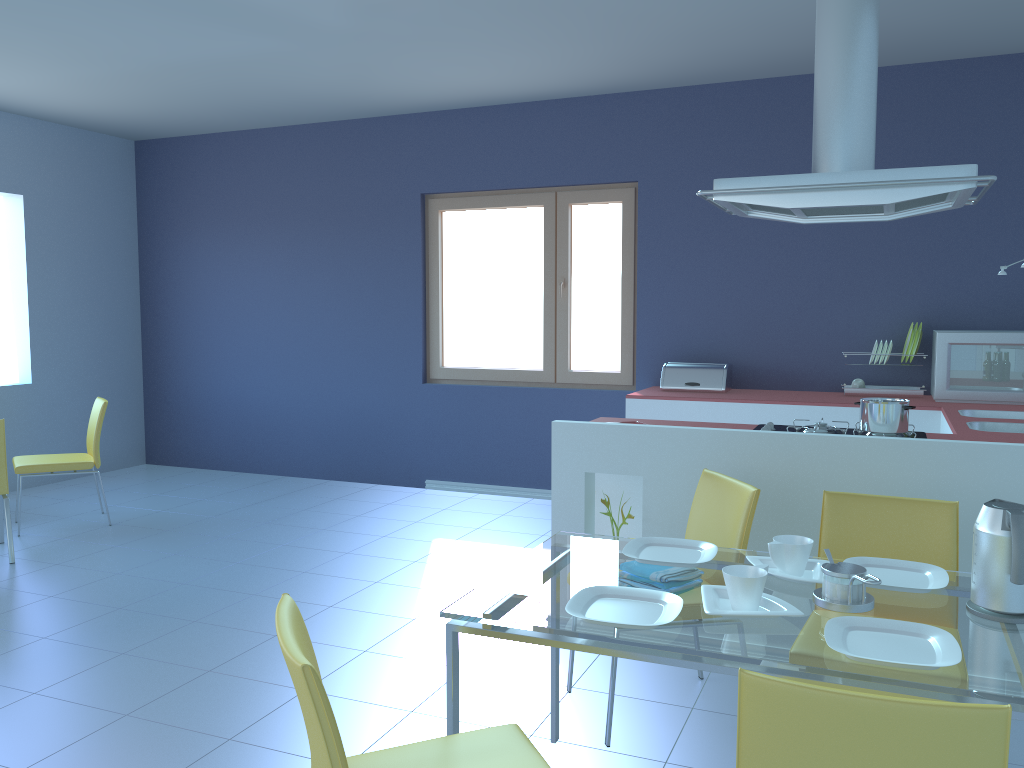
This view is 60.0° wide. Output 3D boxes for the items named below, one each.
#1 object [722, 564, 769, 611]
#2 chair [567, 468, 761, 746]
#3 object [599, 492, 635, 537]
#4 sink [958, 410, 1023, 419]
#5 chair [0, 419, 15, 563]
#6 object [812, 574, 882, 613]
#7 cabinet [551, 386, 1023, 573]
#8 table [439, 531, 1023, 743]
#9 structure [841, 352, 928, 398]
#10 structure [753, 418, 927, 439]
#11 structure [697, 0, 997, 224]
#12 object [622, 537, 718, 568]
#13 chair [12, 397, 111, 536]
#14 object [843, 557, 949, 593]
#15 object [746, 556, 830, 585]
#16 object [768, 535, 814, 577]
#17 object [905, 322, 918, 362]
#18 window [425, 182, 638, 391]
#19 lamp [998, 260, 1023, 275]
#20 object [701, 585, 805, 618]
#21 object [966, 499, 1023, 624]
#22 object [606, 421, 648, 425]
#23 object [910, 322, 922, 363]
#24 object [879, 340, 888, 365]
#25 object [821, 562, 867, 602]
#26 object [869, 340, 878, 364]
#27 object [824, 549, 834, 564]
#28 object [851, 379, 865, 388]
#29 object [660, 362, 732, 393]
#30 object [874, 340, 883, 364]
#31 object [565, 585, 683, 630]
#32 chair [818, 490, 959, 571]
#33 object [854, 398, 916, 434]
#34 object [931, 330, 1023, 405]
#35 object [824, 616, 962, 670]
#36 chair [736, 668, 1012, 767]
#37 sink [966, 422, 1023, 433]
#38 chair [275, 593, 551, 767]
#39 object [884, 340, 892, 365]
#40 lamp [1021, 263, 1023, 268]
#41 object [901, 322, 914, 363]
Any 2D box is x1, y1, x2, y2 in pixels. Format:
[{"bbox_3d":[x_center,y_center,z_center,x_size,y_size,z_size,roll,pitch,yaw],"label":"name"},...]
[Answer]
[{"bbox_3d":[0.487,0.425,1.823,0.111,0.083,0.091,0,5,-5],"label":"object"},{"bbox_3d":[0.453,0.636,2.667,0.484,0.695,0.387,-1,5,-13],"label":"chair"},{"bbox_3d":[0.381,0.599,3.250,0.067,0.423,0.229,-4,6,-36],"label":"object"},{"bbox_3d":[2.191,0.221,3.877,0.428,0.172,0.326,2,5,23],"label":"sink"},{"bbox_3d":[-2.659,0.503,4.284,0.387,0.695,0.484,-3,6,-36],"label":"chair"},{"bbox_3d":[0.694,0.425,1.849,0.123,0.081,0.166,1,5,14],"label":"object"},{"bbox_3d":[1.405,0.481,3.952,2.139,0.800,2.200,2,5,23],"label":"cabinet"},{"bbox_3d":[0.530,0.753,1.957,1.173,0.590,0.730,2,5,23],"label":"table"},{"bbox_3d":[1.970,-0.050,4.709,0.408,0.225,0.194,2,5,20],"label":"structure"},{"bbox_3d":[1.166,0.170,3.189,0.600,0.047,0.500,2,5,23],"label":"structure"},{"bbox_3d":[1.160,-1.072,3.079,0.895,0.962,0.695,2,5,23],"label":"structure"},{"bbox_3d":[0.397,0.424,2.221,0.228,0.020,0.228,2,5,20],"label":"object"},{"bbox_3d":[-2.539,0.444,5.011,0.484,0.699,0.387,-3,6,-31],"label":"chair"},{"bbox_3d":[0.873,0.440,2.029,0.228,0.020,0.228,2,5,25],"label":"object"},{"bbox_3d":[0.644,0.438,2.059,0.194,0.020,0.190,1,5,14],"label":"object"},{"bbox_3d":[0.645,0.404,2.071,0.111,0.083,0.091,0,5,5],"label":"object"},{"bbox_3d":[2.098,-0.217,4.651,0.053,0.214,0.220,2,5,20],"label":"object"},{"bbox_3d":[0.099,-0.611,5.684,1.475,1.263,0.142,2,5,23],"label":"window"},{"bbox_3d":[2.362,-0.550,3.895,0.400,0.134,0.037,2,5,23],"label":"lamp"},{"bbox_3d":[0.486,0.456,1.840,0.194,0.020,0.190,0,5,4],"label":"object"},{"bbox_3d":[1.006,0.358,1.798,0.132,0.222,0.146,-2,5,-24],"label":"object"},{"bbox_3d":[0.474,0.167,3.475,0.151,0.006,0.269,-1,5,-15],"label":"object"},{"bbox_3d":[2.117,-0.217,4.644,0.053,0.214,0.220,2,5,20],"label":"object"},{"bbox_3d":[1.968,-0.167,4.702,0.039,0.136,0.140,2,5,19],"label":"object"},{"bbox_3d":[0.699,0.423,1.870,0.090,0.071,0.087,-1,5,-12],"label":"object"},{"bbox_3d":[1.923,-0.168,4.718,0.039,0.136,0.140,2,5,19],"label":"object"},{"bbox_3d":[0.693,0.402,1.899,0.023,0.079,0.077,-1,5,-12],"label":"object"},{"bbox_3d":[1.871,0.012,4.803,0.097,0.082,0.083,-3,6,-33],"label":"object"},{"bbox_3d":[1.046,-0.039,5.031,0.364,0.153,0.235,2,5,23],"label":"object"},{"bbox_3d":[1.945,-0.168,4.710,0.039,0.136,0.140,2,5,19],"label":"object"},{"bbox_3d":[0.230,0.459,1.807,0.228,0.020,0.228,2,5,20],"label":"object"},{"bbox_3d":[0.943,0.669,2.269,0.387,0.695,0.484,2,5,25],"label":"chair"},{"bbox_3d":[1.268,0.107,3.021,0.170,0.106,0.157,0,5,6],"label":"object"},{"bbox_3d":[2.442,-0.088,4.429,0.611,0.350,0.367,2,5,23],"label":"object"},{"bbox_3d":[0.688,0.475,1.614,0.228,0.020,0.228,2,5,20],"label":"object"},{"bbox_3d":[0.559,0.739,1.433,0.387,0.695,0.484,2,5,20],"label":"chair"},{"bbox_3d":[2.006,0.257,3.442,0.428,0.172,0.326,2,5,23],"label":"sink"},{"bbox_3d":[-0.150,0.731,1.537,0.484,0.695,0.387,-2,5,-19],"label":"chair"},{"bbox_3d":[1.991,-0.166,4.694,0.039,0.136,0.140,2,5,19],"label":"object"},{"bbox_3d":[2.062,-0.491,3.191,0.400,0.134,0.037,2,5,23],"label":"lamp"},{"bbox_3d":[2.078,-0.218,4.658,0.053,0.214,0.220,2,5,20],"label":"object"}]
